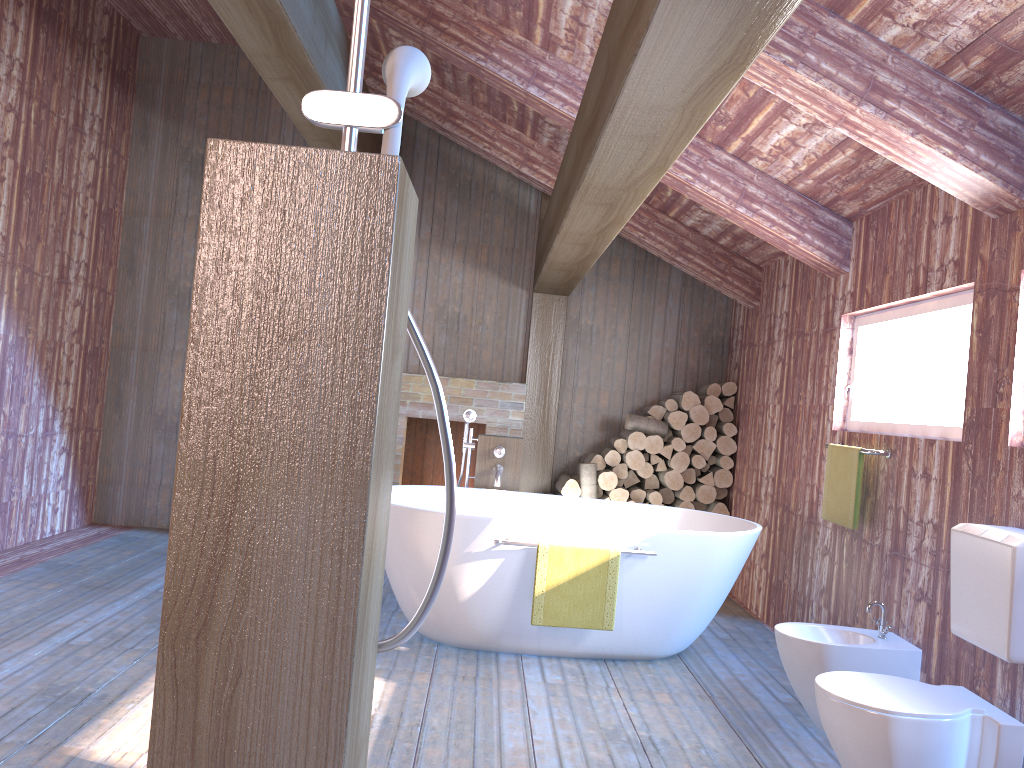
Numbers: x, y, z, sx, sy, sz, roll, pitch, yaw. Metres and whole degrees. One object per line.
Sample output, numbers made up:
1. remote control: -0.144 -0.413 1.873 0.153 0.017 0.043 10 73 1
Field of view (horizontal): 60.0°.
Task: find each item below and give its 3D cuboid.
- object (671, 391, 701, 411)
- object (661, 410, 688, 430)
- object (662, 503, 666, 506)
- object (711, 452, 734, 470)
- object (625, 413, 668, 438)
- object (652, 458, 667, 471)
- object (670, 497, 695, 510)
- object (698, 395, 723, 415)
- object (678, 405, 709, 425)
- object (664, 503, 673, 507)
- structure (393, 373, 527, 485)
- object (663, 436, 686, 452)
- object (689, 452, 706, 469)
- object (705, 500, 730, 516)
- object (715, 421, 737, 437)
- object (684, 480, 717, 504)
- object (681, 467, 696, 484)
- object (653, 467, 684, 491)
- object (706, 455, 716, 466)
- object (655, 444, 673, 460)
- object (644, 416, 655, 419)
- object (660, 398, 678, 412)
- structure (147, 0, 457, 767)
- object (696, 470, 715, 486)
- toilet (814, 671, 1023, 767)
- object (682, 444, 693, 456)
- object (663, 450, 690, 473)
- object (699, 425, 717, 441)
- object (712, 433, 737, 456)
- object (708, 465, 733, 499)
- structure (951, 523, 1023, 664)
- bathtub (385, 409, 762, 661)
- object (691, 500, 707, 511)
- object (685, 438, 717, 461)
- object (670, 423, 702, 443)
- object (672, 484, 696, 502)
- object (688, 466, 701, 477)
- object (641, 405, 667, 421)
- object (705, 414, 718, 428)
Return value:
1. object: 1.250 0.123 6.415 0.135 0.139 0.456 5 -1 0
2. object: 1.152 0.253 6.409 0.139 0.148 0.458 5 -1 -1
3. object: 1.090 0.889 6.363 0.054 0.056 0.146 5 -1 -1
4. object: 1.493 0.549 6.395 0.102 0.109 0.438 5 -1 -1
5. object: 0.952 0.295 6.283 0.302 0.157 0.121 5 -1 0
6. object: 1.058 0.574 6.386 0.085 0.096 0.280 5 -1 0
7. object: 1.213 0.879 6.353 0.116 0.117 0.289 5 -1 -4
8. object: 1.407 0.152 6.420 0.133 0.142 0.456 5 -1 0
9. object: 1.294 0.218 6.396 0.141 0.143 0.437 5 -1 -3
10. object: 1.116 0.926 6.376 0.115 0.112 0.423 5 -1 -1
11. structure: -0.513 0.608 6.516 1.130 1.330 0.226 5 -1 -2
12. object: 1.156 0.421 6.384 0.102 0.109 0.438 5 -1 -1
13. object: 1.297 0.541 6.388 0.102 0.109 0.438 5 -1 -1
14. object: 1.439 0.898 6.409 0.139 0.137 0.455 5 -1 -3
15. object: 1.517 0.318 6.399 0.102 0.109 0.438 5 -1 -1
16. object: 1.346 0.774 6.395 0.137 0.133 0.437 5 -1 -3
17. object: 1.232 0.645 6.372 0.111 0.118 0.302 5 -1 -2
18. object: 1.113 0.671 6.382 0.141 0.143 0.437 5 -1 -3
19. object: 1.430 0.545 6.438 0.088 0.092 0.280 5 -1 0
20. object: 1.061 0.483 6.381 0.109 0.124 0.424 5 -1 -2
21. object: 0.973 0.296 6.481 0.113 0.130 0.291 5 -1 0
22. object: 1.129 0.152 6.382 0.094 0.097 0.227 5 -1 0
23. structure: -0.279 0.079 1.381 0.328 2.209 0.522 5 -1 19
24. object: 1.357 0.657 6.390 0.115 0.112 0.423 5 -1 -1
25. toilet: 1.176 1.134 2.685 0.534 0.400 0.375 5 -1 -1
26. object: 1.227 0.475 6.367 0.095 0.090 0.278 5 -1 0
27. object: 1.167 0.551 6.386 0.136 0.157 0.439 5 -1 0
28. object: 1.382 0.350 6.394 0.089 0.106 0.437 5 -1 0
29. object: 1.494 0.430 6.401 0.147 0.152 0.439 5 -1 -1
30. object: 1.467 0.714 6.401 0.137 0.256 0.439 5 -1 -1
31. structure: 1.499 0.627 2.697 0.182 0.363 0.358 5 -1 -1
32. bathtub: 0.230 0.731 4.464 1.935 1.109 1.460 5 -1 21
33. object: 1.322 0.890 6.484 0.118 0.106 0.319 5 -1 -4
34. object: 1.339 0.464 6.421 0.172 0.151 0.482 5 -1 0
35. object: 1.242 0.350 6.392 0.143 0.151 0.440 5 -1 -1
36. object: 1.221 0.771 6.359 0.114 0.113 0.301 5 -1 -4
37. object: 1.303 0.625 6.376 0.065 0.069 0.177 5 -1 -2
38. object: 1.034 0.216 6.485 0.140 0.121 0.319 5 -1 0
39. object: 1.409 0.270 6.499 0.132 0.119 0.319 5 -1 0
